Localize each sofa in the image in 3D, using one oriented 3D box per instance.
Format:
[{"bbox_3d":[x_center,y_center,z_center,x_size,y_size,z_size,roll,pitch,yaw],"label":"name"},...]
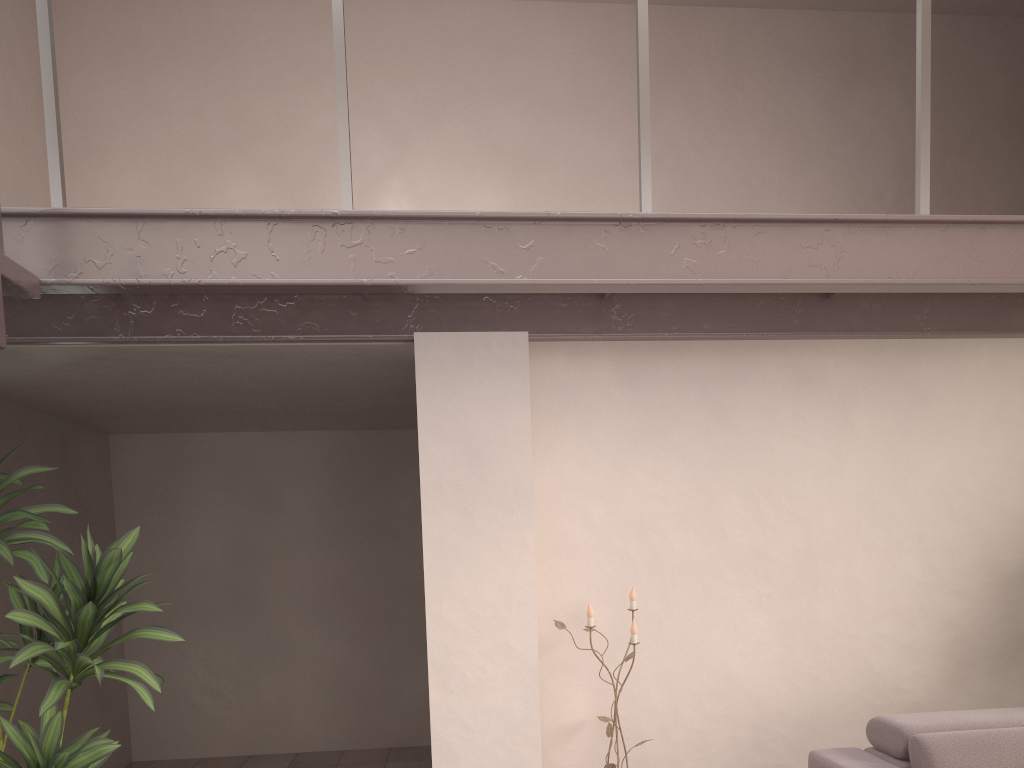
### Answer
[{"bbox_3d":[2.275,1.096,2.021,3.139,0.949,2.183,-1,-8,-6],"label":"sofa"}]

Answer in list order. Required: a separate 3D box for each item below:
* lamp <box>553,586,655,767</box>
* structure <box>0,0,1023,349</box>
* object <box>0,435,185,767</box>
[{"bbox_3d":[0.347,1.315,3.383,0.333,1.140,0.234,0,5,27],"label":"lamp"},{"bbox_3d":[1.430,-0.079,1.655,7.161,3.251,3.802,-1,-4,-6],"label":"structure"},{"bbox_3d":[-1.665,0.937,2.970,1.074,1.889,0.962,-2,2,13],"label":"object"}]
